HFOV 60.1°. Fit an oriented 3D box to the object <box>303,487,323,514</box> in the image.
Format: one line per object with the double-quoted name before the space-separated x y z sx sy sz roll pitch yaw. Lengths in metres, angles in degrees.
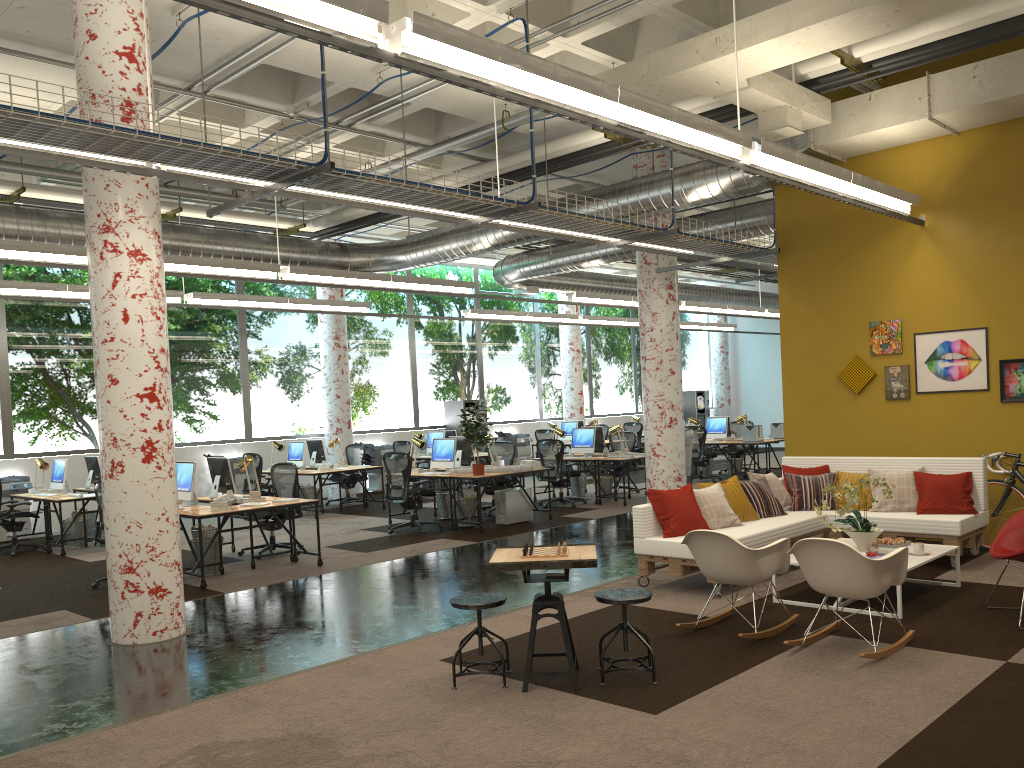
"object" -3.335 1.951 14.842 0.359 0.435 0.352 -2 1 41

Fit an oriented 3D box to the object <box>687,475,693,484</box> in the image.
"object" 2.735 1.664 14.216 0.353 0.399 0.353 -3 0 -1

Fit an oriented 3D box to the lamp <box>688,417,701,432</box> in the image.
"lamp" 3.578 0.970 17.829 0.218 0.611 0.528 -3 1 -26

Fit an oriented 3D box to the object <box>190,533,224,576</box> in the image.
"object" -3.254 1.818 9.476 0.359 0.435 0.352 -2 1 41

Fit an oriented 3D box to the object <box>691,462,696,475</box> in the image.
"object" 3.757 1.723 18.757 0.353 0.399 0.353 -3 0 -1

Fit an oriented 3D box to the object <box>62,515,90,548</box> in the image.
"object" -5.970 2.017 12.133 0.359 0.435 0.352 -2 1 41

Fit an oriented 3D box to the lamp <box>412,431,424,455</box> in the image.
"lamp" -1.918 1.238 17.632 0.208 0.611 0.528 -4 1 -26

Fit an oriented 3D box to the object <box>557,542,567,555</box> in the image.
"object" 0.296 0.964 5.251 0.056 0.053 0.250 -3 -1 5

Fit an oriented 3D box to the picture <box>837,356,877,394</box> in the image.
"picture" 3.773 -0.100 9.692 0.425 0.425 0.047 -3 1 44

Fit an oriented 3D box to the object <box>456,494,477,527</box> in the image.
"object" -0.636 1.732 12.208 0.359 0.435 0.352 -2 1 41

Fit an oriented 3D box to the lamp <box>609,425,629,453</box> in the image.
"lamp" 1.841 0.985 14.862 0.208 0.611 0.528 -4 1 -26

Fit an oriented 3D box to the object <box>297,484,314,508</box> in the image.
"object" -3.681 1.991 15.802 0.359 0.435 0.352 -2 1 41

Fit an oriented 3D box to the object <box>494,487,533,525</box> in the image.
"object" 0.032 1.696 12.369 0.221 0.455 0.540 -2 1 44

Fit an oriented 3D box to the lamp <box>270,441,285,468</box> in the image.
"lamp" -4.098 1.292 15.394 0.218 0.611 0.528 -3 1 -26

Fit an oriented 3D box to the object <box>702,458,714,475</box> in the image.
"object" 3.995 1.669 18.237 0.359 0.435 0.352 -2 1 41

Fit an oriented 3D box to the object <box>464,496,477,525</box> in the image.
"object" -0.577 1.744 12.261 0.235 0.404 0.119 -2 2 45

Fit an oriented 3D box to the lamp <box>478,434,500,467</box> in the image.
"lamp" -0.294 1.014 12.572 0.208 0.611 0.528 -4 1 -26

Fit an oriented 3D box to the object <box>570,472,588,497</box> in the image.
"object" 1.153 1.743 15.458 0.359 0.435 0.352 -2 1 41

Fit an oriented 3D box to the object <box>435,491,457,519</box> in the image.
"object" -0.981 1.772 13.168 0.359 0.435 0.352 -2 1 41

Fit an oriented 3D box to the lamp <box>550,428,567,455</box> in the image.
"lamp" 0.741 1.044 15.051 0.208 0.611 0.528 -4 1 -26

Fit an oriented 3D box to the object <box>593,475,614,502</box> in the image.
"object" 1.499 1.703 14.497 0.359 0.435 0.352 -2 1 41

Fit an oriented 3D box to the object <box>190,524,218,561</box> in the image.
"object" -3.600 1.858 10.436 0.359 0.435 0.352 -2 1 41

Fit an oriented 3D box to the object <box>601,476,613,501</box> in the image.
"object" 1.558 1.715 14.551 0.235 0.404 0.119 -2 2 45

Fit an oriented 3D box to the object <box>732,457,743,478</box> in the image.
"object" 4.399 1.641 17.330 0.235 0.404 0.119 -2 2 45

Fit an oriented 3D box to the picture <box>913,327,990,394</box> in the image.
"picture" 4.472 -0.232 9.028 0.707 0.633 0.018 -3 1 44

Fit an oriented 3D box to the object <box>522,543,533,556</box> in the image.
"object" 0.095 0.975 5.267 0.056 0.053 0.250 -3 -1 4

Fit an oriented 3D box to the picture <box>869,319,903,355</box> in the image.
"picture" 3.994 -0.499 9.462 0.331 0.356 0.027 -3 1 44

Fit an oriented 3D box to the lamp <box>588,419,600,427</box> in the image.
"lamp" 1.962 1.110 20.297 0.218 0.611 0.528 -3 1 -26

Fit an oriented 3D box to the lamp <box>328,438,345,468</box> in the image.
"lamp" -2.993 1.233 15.206 0.208 0.611 0.528 -4 1 -26

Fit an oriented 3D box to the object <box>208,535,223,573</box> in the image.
"object" -3.195 1.830 9.529 0.235 0.404 0.119 -2 2 45

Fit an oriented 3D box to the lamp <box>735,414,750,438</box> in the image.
"lamp" 4.687 0.911 17.644 0.218 0.611 0.528 -3 1 -26

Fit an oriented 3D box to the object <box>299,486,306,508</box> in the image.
"object" -3.738 2.006 15.749 0.235 0.404 0.119 -2 2 45

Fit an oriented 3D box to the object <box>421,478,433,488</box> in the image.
"object" -1.744 1.991 18.558 0.352 0.399 0.353 -3 0 -27

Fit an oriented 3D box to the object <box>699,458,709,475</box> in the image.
"object" 3.937 1.684 18.184 0.235 0.404 0.119 -2 2 45

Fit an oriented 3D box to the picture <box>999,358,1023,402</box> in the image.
"picture" 4.991 -0.040 8.550 0.503 0.419 0.042 -3 1 44

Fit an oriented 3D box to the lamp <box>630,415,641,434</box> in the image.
"lamp" 3.115 1.113 22.807 0.218 0.611 0.528 -3 1 -26

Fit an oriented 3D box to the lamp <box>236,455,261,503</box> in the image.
"lamp" -2.907 1.100 9.842 0.218 0.611 0.528 -3 1 -26

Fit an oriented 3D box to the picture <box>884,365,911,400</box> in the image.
"picture" 4.092 -0.017 9.404 0.252 0.356 0.027 -2 2 44

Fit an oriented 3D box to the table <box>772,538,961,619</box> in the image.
"table" 2.831 1.512 7.051 0.985 0.331 1.260 -4 -2 44

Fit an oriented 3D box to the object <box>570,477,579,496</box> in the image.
"object" 1.095 1.758 15.405 0.235 0.404 0.119 -2 2 45

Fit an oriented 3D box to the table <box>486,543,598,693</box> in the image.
"table" 0.205 1.385 5.267 0.626 0.760 0.615 -3 0 4

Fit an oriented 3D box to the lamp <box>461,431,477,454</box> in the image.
"lamp" -0.813 1.179 17.444 0.218 0.611 0.528 -3 1 -26

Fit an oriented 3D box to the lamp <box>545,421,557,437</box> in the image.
"lamp" 0.853 1.169 20.482 0.218 0.611 0.528 -3 1 -26

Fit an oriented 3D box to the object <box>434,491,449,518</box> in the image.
"object" -1.039 1.787 13.115 0.235 0.404 0.119 -2 2 45

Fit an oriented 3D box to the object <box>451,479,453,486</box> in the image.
"object" -1.101 1.909 17.131 0.235 0.404 0.119 -2 2 45

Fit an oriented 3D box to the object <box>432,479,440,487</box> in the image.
"object" -1.563 1.952 17.985 0.235 0.404 0.119 -2 2 45

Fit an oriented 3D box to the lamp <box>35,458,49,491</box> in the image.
"lamp" -6.728 1.358 12.687 0.208 0.611 0.528 -4 1 -26

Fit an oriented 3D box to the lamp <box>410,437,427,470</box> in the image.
"lamp" -1.398 1.073 12.760 0.218 0.611 0.528 -3 1 -26

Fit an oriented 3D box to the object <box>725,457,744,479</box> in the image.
"object" 4.340 1.629 17.277 0.359 0.435 0.352 -2 1 41

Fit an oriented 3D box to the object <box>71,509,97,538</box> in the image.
"object" -6.316 2.057 13.094 0.359 0.435 0.352 -2 1 41
